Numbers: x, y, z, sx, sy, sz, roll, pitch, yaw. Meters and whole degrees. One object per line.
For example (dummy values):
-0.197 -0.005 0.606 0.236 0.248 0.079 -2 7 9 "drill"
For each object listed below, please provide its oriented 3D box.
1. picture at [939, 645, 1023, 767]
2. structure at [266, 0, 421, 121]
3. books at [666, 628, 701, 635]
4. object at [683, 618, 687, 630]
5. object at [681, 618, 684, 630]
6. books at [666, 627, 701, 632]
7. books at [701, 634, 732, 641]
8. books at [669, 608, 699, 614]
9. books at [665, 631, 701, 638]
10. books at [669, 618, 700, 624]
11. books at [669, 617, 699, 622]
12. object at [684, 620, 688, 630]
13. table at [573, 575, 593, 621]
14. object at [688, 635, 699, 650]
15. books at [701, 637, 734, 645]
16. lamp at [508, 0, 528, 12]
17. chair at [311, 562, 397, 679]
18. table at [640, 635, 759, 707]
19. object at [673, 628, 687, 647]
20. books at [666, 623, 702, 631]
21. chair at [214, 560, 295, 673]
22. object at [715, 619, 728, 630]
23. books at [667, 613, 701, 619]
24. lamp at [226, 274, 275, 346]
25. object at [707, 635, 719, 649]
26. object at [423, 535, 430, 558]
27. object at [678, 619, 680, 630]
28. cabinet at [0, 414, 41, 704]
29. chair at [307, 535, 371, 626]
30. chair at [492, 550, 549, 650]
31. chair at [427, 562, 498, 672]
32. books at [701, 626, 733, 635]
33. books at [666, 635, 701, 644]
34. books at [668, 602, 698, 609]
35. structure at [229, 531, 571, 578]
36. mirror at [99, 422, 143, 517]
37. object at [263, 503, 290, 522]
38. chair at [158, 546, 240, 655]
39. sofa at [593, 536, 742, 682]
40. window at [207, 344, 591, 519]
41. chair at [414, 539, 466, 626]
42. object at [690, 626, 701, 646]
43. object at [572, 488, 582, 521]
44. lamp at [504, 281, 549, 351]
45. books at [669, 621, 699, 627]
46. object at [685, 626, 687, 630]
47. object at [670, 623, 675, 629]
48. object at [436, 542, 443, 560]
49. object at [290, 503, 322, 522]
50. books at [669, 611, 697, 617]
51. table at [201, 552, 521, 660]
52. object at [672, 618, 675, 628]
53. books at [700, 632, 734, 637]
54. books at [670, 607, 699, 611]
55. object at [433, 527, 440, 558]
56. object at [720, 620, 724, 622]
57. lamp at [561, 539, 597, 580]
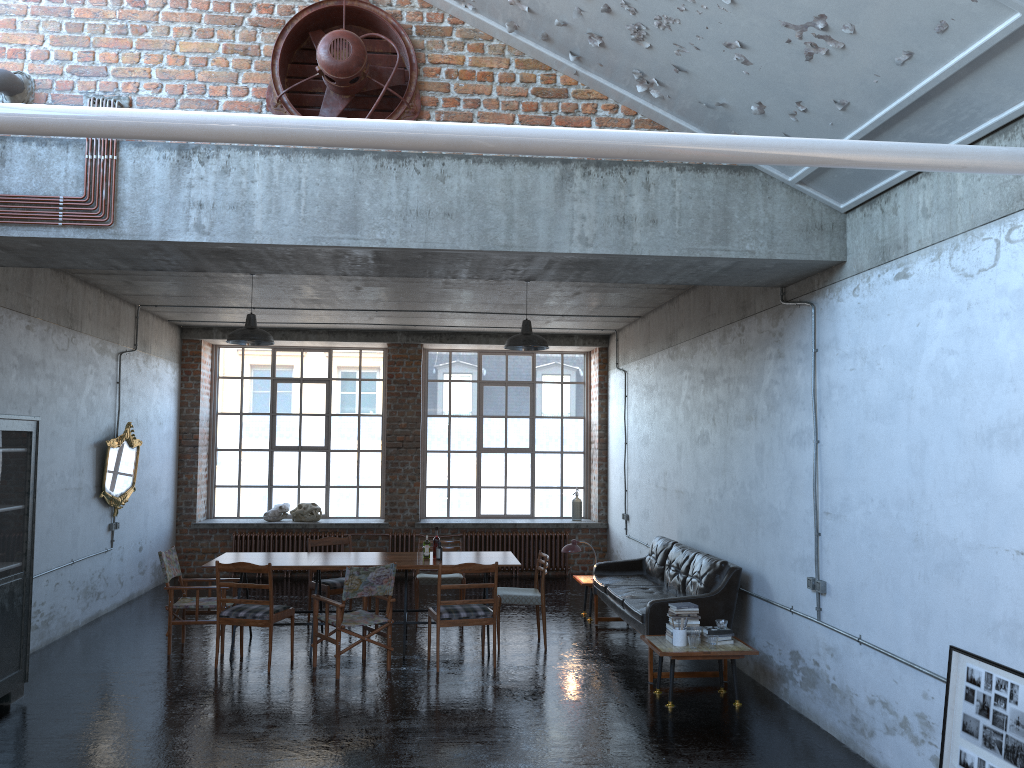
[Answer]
2.462 1.941 4.535 0.135 0.994 0.889 1 -4 -6 "picture"
-1.166 -2.217 6.228 1.058 1.096 0.808 1 -4 -6 "structure"
1.444 2.090 7.481 0.249 0.023 0.175 1 -4 -5 "books"
1.423 2.025 7.332 0.052 0.185 0.009 1 -4 -4 "object"
1.407 2.045 7.347 0.023 0.204 0.037 -2 -5 34 "object"
1.452 2.073 7.499 0.255 0.014 0.192 1 -4 -2 "books"
1.709 2.123 7.467 0.166 0.024 0.227 2 -4 -26 "books"
1.457 1.922 7.517 0.209 0.023 0.167 1 -4 -12 "books"
1.443 2.113 7.480 0.249 0.023 0.175 1 -4 -10 "books"
1.458 2.006 7.506 0.224 0.021 0.158 1 -4 -6 "books"
1.457 1.984 7.502 0.205 0.022 0.155 1 -4 -11 "books"
1.424 2.032 7.319 0.062 0.169 0.009 1 -4 -6 "object"
1.198 2.617 10.843 0.811 0.458 0.649 1 -4 -6 "table"
1.472 2.098 7.194 0.092 0.099 0.092 3 -4 -28 "object"
1.718 2.151 7.460 0.179 0.034 0.243 2 -4 -22 "books"
-0.320 -1.828 3.125 0.945 2.025 5.320 0 -4 13 "lamp"
-1.462 2.155 8.239 0.574 1.031 0.713 3 -5 -36 "chair"
1.541 2.386 7.373 0.811 0.458 0.649 1 -4 -6 "table"
1.382 2.087 7.307 0.110 0.137 0.110 1 -4 -6 "object"
1.451 2.051 7.501 0.245 0.028 0.193 1 -4 -11 "books"
-2.430 2.170 8.394 0.573 1.028 0.509 0 -4 14 "chair"
1.762 2.023 7.451 0.103 0.068 0.103 3 -5 -33 "object"
1.452 1.964 7.503 0.244 0.019 0.174 1 -4 -6 "books"
-2.771 -0.877 9.443 0.502 0.891 0.502 1 -4 -1 "lamp"
1.633 2.100 7.210 0.092 0.099 0.092 3 -4 -28 "object"
-0.891 1.705 9.282 0.070 0.235 0.041 1 -4 -6 "object"
1.386 2.036 7.353 0.009 0.167 0.061 0 -4 7 "object"
-4.151 1.338 6.200 0.572 2.297 2.386 1 -4 -6 "cabinet"
-1.989 2.297 10.212 0.573 1.028 0.509 4 -5 -41 "chair"
0.099 2.273 9.355 0.577 0.971 0.589 1 -4 -6 "chair"
-0.476 2.192 8.468 0.573 1.028 0.509 2 -4 -16 "chair"
1.714 2.072 7.466 0.225 0.029 0.179 1 -4 -14 "books"
1.441 2.146 7.479 0.248 0.043 0.192 1 -4 -6 "books"
1.451 1.878 7.518 0.201 0.024 0.159 2 -4 -16 "books"
-1.708 2.688 13.987 5.349 0.713 0.232 1 -4 -6 "structure"
-4.843 1.061 11.044 0.172 1.182 1.339 1 -4 -6 "mirror"
-3.780 2.064 14.255 0.281 0.281 0.575 -1 -4 21 "object"
-3.183 2.193 9.026 0.713 1.031 0.574 1 -4 -6 "chair"
1.498 2.201 9.162 0.929 1.045 2.610 1 -4 -6 "sofa"
2.371 2.551 15.572 19.864 12.900 0.747 1 -4 -6 "window"
-0.855 2.342 10.484 0.589 0.971 0.577 1 -4 -6 "chair"
1.510 2.078 7.304 0.087 0.155 0.087 3 -5 -33 "object"
1.081 2.004 14.780 0.172 0.551 0.172 -3 -5 38 "object"
0.162 -0.833 9.730 0.502 0.891 0.502 1 -4 -1 "lamp"
1.459 2.026 7.500 0.221 0.023 0.147 1 -4 -6 "books"
1.407 2.064 7.300 0.068 0.159 0.009 0 -4 8 "object"
1.361 2.052 7.320 0.137 0.190 0.009 1 -4 -3 "object"
-0.753 1.731 9.206 0.051 0.180 0.097 3 -5 -34 "object"
-3.327 2.055 14.237 0.418 0.305 0.625 3 -5 -32 "object"
1.444 1.943 7.504 0.231 0.023 0.162 0 -4 10 "books"
-1.511 2.276 9.224 3.112 0.917 1.067 1 -4 -6 "table"
1.345 2.044 7.334 0.046 0.202 0.023 -2 -4 30 "object"
1.722 2.099 7.471 0.243 0.024 0.175 1 -4 -9 "books"
1.458 1.899 7.508 0.205 0.020 0.155 1 -4 -6 "books"
-0.794 1.667 9.334 0.075 0.324 0.075 -1 -4 20 "object"
1.762 2.017 7.453 0.081 0.060 0.065 2 -4 -24 "object"
0.845 2.143 10.823 0.496 0.492 0.220 1 -4 -14 "lamp"
